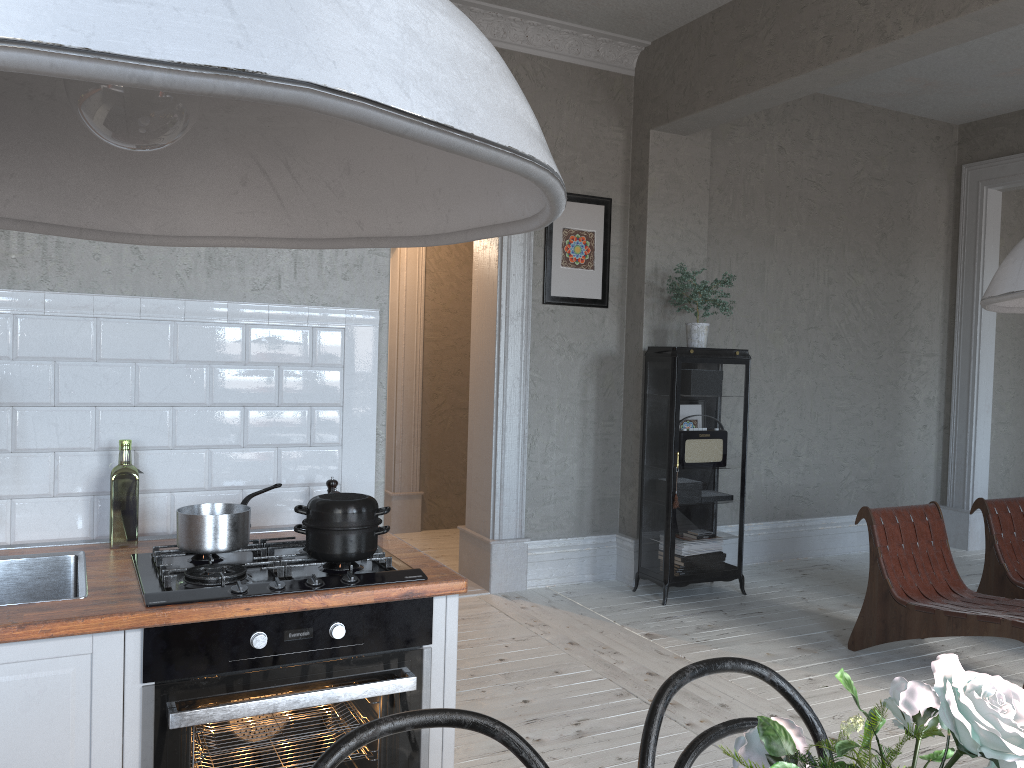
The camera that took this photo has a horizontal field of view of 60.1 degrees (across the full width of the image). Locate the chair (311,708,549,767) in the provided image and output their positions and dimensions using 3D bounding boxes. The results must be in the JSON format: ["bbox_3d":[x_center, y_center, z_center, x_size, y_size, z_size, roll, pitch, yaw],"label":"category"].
[{"bbox_3d":[-0.043,0.903,0.947,0.444,0.920,0.541,1,2,-20],"label":"chair"}]

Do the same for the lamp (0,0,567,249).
[{"bbox_3d":[-0.138,-1.005,0.357,0.385,1.858,0.374,1,2,-20],"label":"lamp"}]

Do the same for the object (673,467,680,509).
[{"bbox_3d":[0.928,0.587,5.000,0.040,0.234,0.045,2,2,19],"label":"object"}]

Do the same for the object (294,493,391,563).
[{"bbox_3d":[-0.411,0.346,2.148,0.186,0.147,0.197,3,3,42],"label":"object"}]

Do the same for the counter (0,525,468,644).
[{"bbox_3d":[-1.276,0.493,0.594,3.450,0.039,3.106,1,2,-27],"label":"counter"}]

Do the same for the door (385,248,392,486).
[{"bbox_3d":[-1.306,0.026,6.696,0.818,2.192,0.078,1,2,-28],"label":"door"}]

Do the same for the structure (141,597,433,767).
[{"bbox_3d":[-0.593,0.793,2.186,0.633,0.623,0.607,1,2,-27],"label":"structure"}]

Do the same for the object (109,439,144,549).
[{"bbox_3d":[-1.016,0.287,2.342,0.083,0.282,0.088,1,2,-27],"label":"object"}]

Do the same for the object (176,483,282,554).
[{"bbox_3d":[-0.734,0.339,2.276,0.174,0.134,0.305,2,2,8],"label":"object"}]

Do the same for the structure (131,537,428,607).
[{"bbox_3d":[-0.575,0.430,2.150,0.616,0.031,0.487,1,2,-27],"label":"structure"}]

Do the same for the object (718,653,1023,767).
[{"bbox_3d":[0.325,0.438,0.819,0.256,0.414,0.306,1,2,-29],"label":"object"}]

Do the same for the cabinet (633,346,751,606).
[{"bbox_3d":[1.085,0.522,5.269,0.629,1.471,0.342,1,2,-28],"label":"cabinet"}]

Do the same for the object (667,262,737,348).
[{"bbox_3d":[1.120,-0.466,5.243,0.401,0.506,0.411,1,2,-11],"label":"object"}]

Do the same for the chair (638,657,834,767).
[{"bbox_3d":[0.435,0.909,1.205,0.446,0.920,0.539,1,2,-30],"label":"chair"}]

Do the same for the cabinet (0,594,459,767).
[{"bbox_3d":[-1.619,0.882,0.934,1.962,0.854,4.251,2,2,20],"label":"cabinet"}]

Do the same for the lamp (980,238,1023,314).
[{"bbox_3d":[0.667,-0.994,0.782,0.377,1.858,0.382,2,2,10],"label":"lamp"}]

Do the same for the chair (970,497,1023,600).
[{"bbox_3d":[2.873,0.981,4.411,0.516,0.721,0.999,1,2,-27],"label":"chair"}]

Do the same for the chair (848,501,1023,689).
[{"bbox_3d":[2.102,0.970,4.003,0.516,0.721,0.999,1,2,-27],"label":"chair"}]

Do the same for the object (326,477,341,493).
[{"bbox_3d":[-0.513,0.351,2.541,0.036,0.167,0.071,1,2,-27],"label":"object"}]

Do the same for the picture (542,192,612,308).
[{"bbox_3d":[0.399,-0.809,5.361,0.467,0.677,0.019,1,2,-28],"label":"picture"}]

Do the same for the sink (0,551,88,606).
[{"bbox_3d":[-1.216,0.324,1.964,0.494,0.720,0.519,1,2,-27],"label":"sink"}]
